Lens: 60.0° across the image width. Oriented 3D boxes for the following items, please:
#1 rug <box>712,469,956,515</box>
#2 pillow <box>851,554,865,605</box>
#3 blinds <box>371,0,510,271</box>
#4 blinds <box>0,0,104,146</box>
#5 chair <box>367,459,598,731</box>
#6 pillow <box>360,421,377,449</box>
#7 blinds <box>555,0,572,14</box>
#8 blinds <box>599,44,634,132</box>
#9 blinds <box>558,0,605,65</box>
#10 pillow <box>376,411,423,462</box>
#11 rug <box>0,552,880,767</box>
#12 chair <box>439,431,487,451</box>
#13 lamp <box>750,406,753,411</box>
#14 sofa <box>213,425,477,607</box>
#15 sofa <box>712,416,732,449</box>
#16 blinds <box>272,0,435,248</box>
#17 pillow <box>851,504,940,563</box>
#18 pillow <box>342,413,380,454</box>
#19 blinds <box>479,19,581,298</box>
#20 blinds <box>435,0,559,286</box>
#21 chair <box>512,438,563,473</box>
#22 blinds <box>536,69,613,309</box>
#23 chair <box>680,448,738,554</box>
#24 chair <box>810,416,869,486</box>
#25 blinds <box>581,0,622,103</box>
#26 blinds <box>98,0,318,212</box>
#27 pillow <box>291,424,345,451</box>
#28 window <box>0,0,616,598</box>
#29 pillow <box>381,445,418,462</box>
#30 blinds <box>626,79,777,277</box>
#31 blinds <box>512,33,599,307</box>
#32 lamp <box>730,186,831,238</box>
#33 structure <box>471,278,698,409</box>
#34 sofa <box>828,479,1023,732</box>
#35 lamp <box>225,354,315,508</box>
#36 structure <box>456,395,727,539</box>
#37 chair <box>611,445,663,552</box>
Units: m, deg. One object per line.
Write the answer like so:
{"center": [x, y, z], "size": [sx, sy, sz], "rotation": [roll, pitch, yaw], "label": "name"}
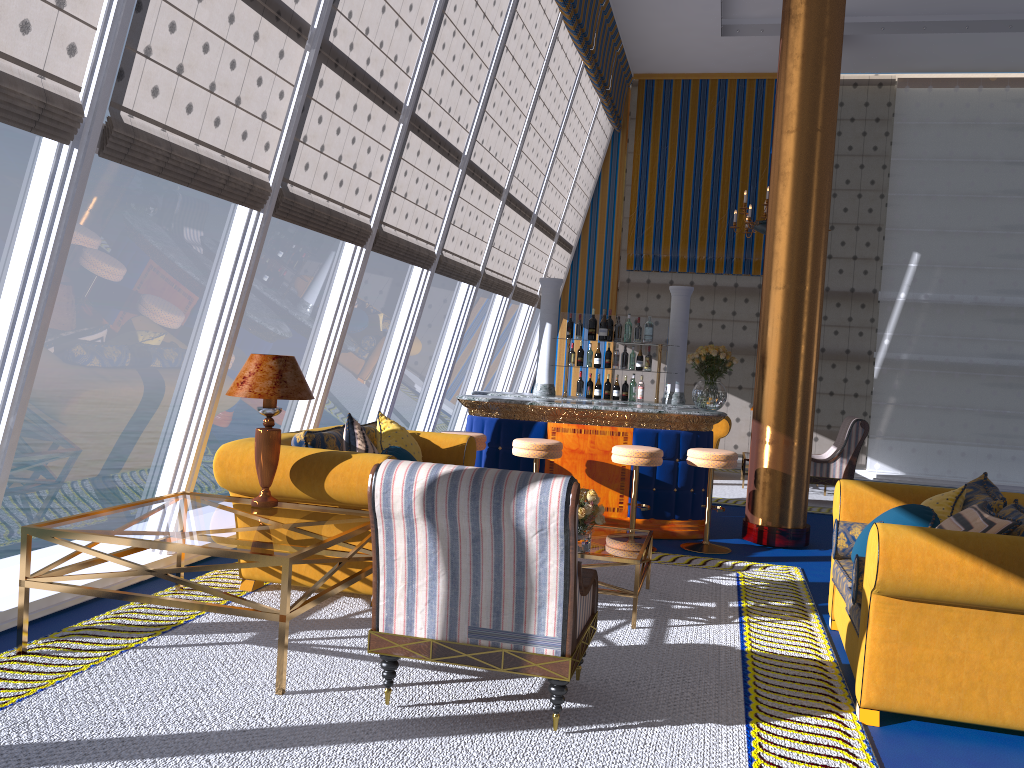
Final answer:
{"center": [2.707, 1.257, 11.121], "size": [6.228, 0.011, 3.608], "rotation": [4, 2, 12], "label": "rug"}
{"center": [1.666, 0.863, 3.815], "size": [0.370, 0.219, 0.216], "rotation": [4, 2, 17], "label": "pillow"}
{"center": [-0.387, -2.682, 7.227], "size": [0.870, 3.395, 1.371], "rotation": [4, 2, 13], "label": "blinds"}
{"center": [-1.442, -2.627, 2.811], "size": [0.870, 3.395, 1.371], "rotation": [4, 2, 13], "label": "blinds"}
{"center": [-0.090, 0.788, 3.584], "size": [0.790, 0.967, 0.787], "rotation": [4, 2, 13], "label": "chair"}
{"center": [-0.994, 0.521, 5.914], "size": [0.245, 0.546, 0.613], "rotation": [4, 2, 10], "label": "pillow"}
{"center": [0.414, -4.195, 8.373], "size": [0.337, 0.830, 1.531], "rotation": [4, 2, 13], "label": "blinds"}
{"center": [1.494, -4.251, 12.893], "size": [0.337, 0.830, 1.531], "rotation": [4, 2, 13], "label": "blinds"}
{"center": [0.775, -4.213, 9.882], "size": [0.337, 0.830, 1.531], "rotation": [4, 2, 13], "label": "blinds"}
{"center": [-0.748, 0.480, 5.862], "size": [0.326, 0.583, 0.582], "rotation": [5, 2, 33], "label": "pillow"}
{"center": [-0.343, 1.265, 3.824], "size": [3.576, 0.010, 6.283], "rotation": [4, 2, 13], "label": "rug"}
{"center": [-0.422, 0.776, 7.122], "size": [0.402, 0.782, 0.394], "rotation": [2, 3, -39], "label": "chair"}
{"center": [3.246, 0.523, 11.291], "size": [0.447, 0.783, 0.446], "rotation": [4, 2, -2], "label": "lamp"}
{"center": [-0.958, 0.744, 5.604], "size": [0.997, 0.854, 1.854], "rotation": [4, 2, 13], "label": "sofa"}
{"center": [2.013, 0.768, 12.043], "size": [1.838, 0.854, 1.016], "rotation": [4, 2, 14], "label": "sofa"}
{"center": [-0.737, -2.664, 5.763], "size": [0.870, 3.395, 1.371], "rotation": [4, 2, 13], "label": "blinds"}
{"center": [1.865, 0.764, 4.324], "size": [0.394, 0.367, 0.456], "rotation": [3, 2, -27], "label": "pillow"}
{"center": [-0.877, 0.490, 5.333], "size": [0.279, 0.619, 0.693], "rotation": [4, 2, 11], "label": "pillow"}
{"center": [0.314, -2.718, 10.160], "size": [0.870, 3.395, 1.371], "rotation": [4, 2, 13], "label": "blinds"}
{"center": [-0.030, -2.701, 8.722], "size": [0.870, 3.395, 1.371], "rotation": [4, 2, 13], "label": "blinds"}
{"center": [0.177, 0.821, 6.891], "size": [0.402, 0.782, 0.394], "rotation": [2, 3, -39], "label": "chair"}
{"center": [1.021, -2.755, 13.117], "size": [0.870, 3.395, 1.371], "rotation": [4, 2, 13], "label": "blinds"}
{"center": [1.550, 0.906, 6.975], "size": [0.401, 0.782, 0.396], "rotation": [3, 2, -17], "label": "chair"}
{"center": [3.584, 0.840, 10.131], "size": [0.780, 0.967, 0.797], "rotation": [4, 2, 13], "label": "chair"}
{"center": [1.134, -4.232, 11.386], "size": [0.337, 0.830, 1.531], "rotation": [4, 2, 13], "label": "blinds"}
{"center": [-1.085, -2.646, 4.305], "size": [0.870, 3.395, 1.371], "rotation": [4, 2, 13], "label": "blinds"}
{"center": [-1.136, 0.527, 5.322], "size": [0.245, 0.549, 0.610], "rotation": [4, 2, 10], "label": "pillow"}
{"center": [-0.907, -1.785, 6.601], "size": [1.611, 5.857, 15.533], "rotation": [4, 2, 13], "label": "window"}
{"center": [-0.665, 0.592, 5.514], "size": [0.317, 0.404, 0.477], "rotation": [5, 2, 26], "label": "pillow"}
{"center": [3.135, -3.132, 13.299], "size": [2.648, 2.991, 0.152], "rotation": [4, 2, 12], "label": "blinds"}
{"center": [0.674, -2.737, 11.667], "size": [0.870, 3.395, 1.371], "rotation": [4, 2, 13], "label": "blinds"}
{"center": [3.139, -2.807, 10.144], "size": [1.063, 2.422, 1.055], "rotation": [3, 2, -10], "label": "lamp"}
{"center": [0.753, 0.105, 8.620], "size": [2.308, 2.197, 0.770], "rotation": [4, 2, 4], "label": "structure"}
{"center": [2.106, 0.990, 4.229], "size": [1.006, 0.854, 1.857], "rotation": [4, 2, 15], "label": "sofa"}
{"center": [-1.260, 0.241, 4.598], "size": [0.442, 0.783, 0.450], "rotation": [5, 2, 28], "label": "lamp"}
{"center": [0.637, 0.694, 7.556], "size": [2.310, 1.065, 0.769], "rotation": [4, 2, 2], "label": "structure"}
{"center": [0.941, 0.871, 6.822], "size": [0.402, 0.782, 0.394], "rotation": [3, 2, -28], "label": "chair"}
